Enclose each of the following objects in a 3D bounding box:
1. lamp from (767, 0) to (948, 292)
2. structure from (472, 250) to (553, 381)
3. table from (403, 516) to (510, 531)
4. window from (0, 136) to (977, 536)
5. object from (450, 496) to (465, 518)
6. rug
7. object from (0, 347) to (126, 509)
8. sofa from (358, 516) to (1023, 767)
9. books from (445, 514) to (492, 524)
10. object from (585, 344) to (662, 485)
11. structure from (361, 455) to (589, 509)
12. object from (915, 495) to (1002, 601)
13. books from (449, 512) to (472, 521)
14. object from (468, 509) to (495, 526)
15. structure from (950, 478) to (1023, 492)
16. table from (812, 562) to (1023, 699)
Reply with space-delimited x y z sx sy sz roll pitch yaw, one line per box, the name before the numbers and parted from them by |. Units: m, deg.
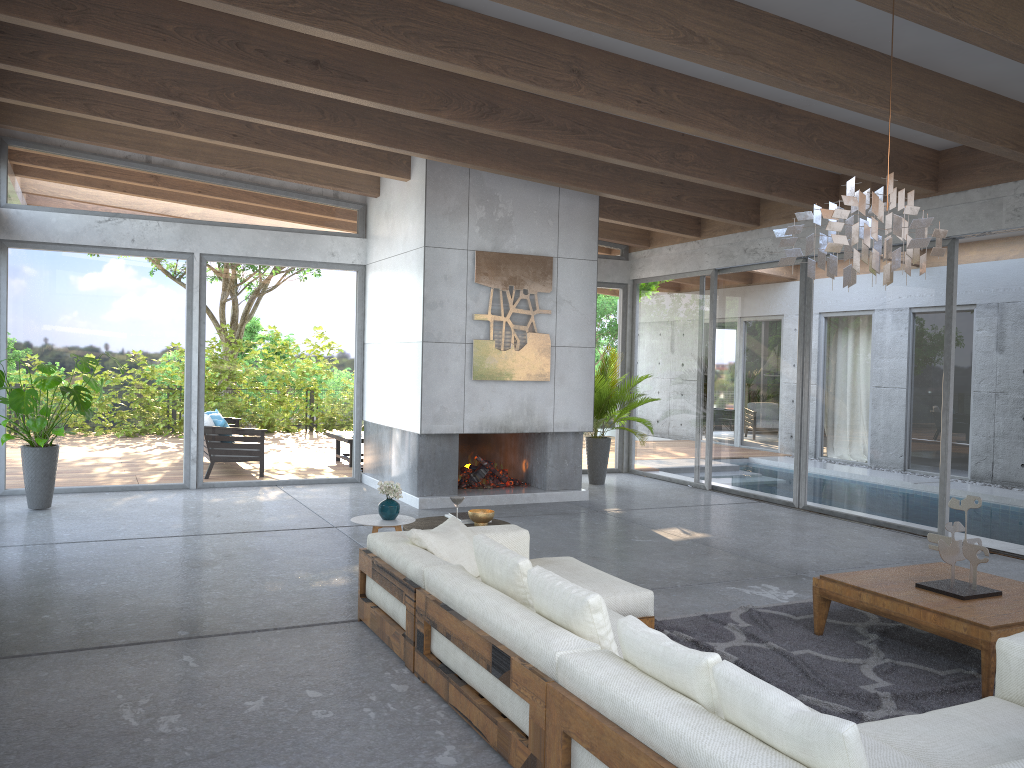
lamp | 1.641 -1.146 4.220 0.862 1.400 0.636 2 1 21
structure | 0.010 -0.708 9.439 0.919 1.351 0.041 1 1 -26
table | -0.360 1.150 5.845 0.725 0.441 0.725 2 1 26
window | 2.493 -0.400 4.445 14.294 3.764 23.280 1 1 -26
object | -0.350 0.827 5.642 0.099 0.212 0.099 1 1 5
rug | 1.887 1.421 4.599 3.186 0.056 2.187 1 1 -25
object | -4.637 0.419 8.626 1.416 1.540 1.731 1 1 -6
sofa | 0.797 1.135 3.905 1.965 0.777 3.733 1 1 -26
books | -0.301 0.918 6.059 0.220 0.015 0.303 1 1 -26
object | 1.113 0.367 11.353 1.484 1.819 1.798 1 1 -18
structure | -0.514 0.971 10.490 2.012 0.595 2.203 1 1 -26
object | 2.399 0.849 4.786 0.346 0.518 0.379 1 1 -26
books | -0.293 0.905 6.060 0.205 0.012 0.290 1 1 -20
object | -0.202 0.885 5.838 0.173 0.097 0.173 3 2 44
structure | 7.830 1.481 9.380 0.477 0.068 13.673 1 1 -26
table | 2.422 1.284 4.787 1.048 0.352 1.112 1 1 -26
